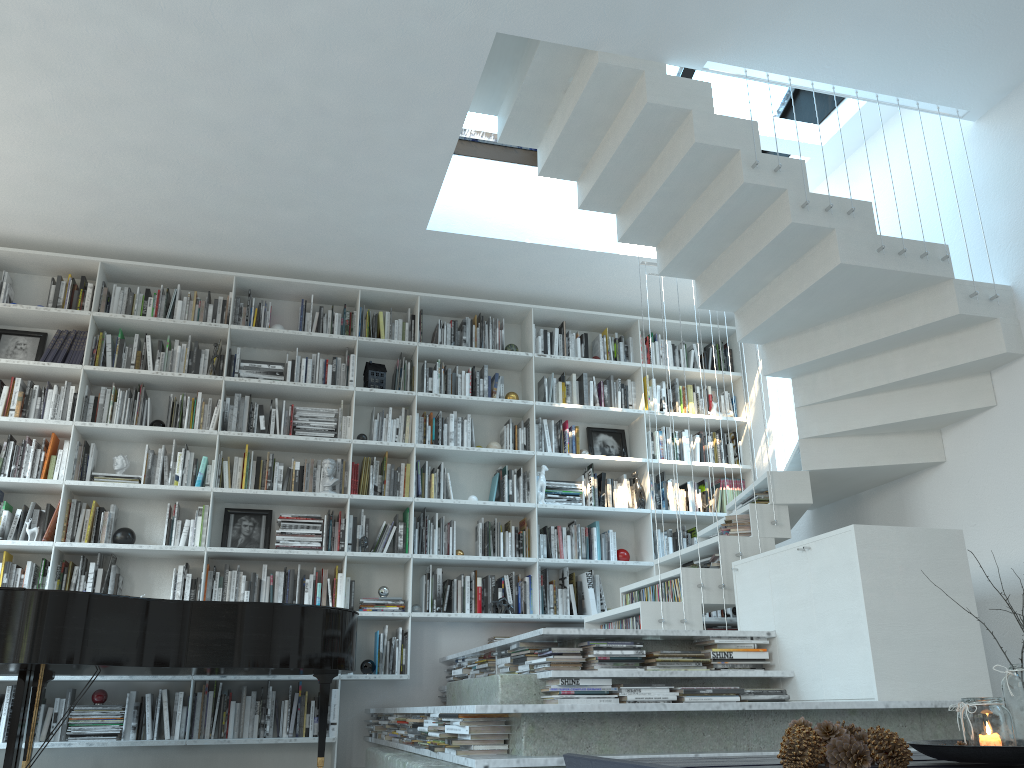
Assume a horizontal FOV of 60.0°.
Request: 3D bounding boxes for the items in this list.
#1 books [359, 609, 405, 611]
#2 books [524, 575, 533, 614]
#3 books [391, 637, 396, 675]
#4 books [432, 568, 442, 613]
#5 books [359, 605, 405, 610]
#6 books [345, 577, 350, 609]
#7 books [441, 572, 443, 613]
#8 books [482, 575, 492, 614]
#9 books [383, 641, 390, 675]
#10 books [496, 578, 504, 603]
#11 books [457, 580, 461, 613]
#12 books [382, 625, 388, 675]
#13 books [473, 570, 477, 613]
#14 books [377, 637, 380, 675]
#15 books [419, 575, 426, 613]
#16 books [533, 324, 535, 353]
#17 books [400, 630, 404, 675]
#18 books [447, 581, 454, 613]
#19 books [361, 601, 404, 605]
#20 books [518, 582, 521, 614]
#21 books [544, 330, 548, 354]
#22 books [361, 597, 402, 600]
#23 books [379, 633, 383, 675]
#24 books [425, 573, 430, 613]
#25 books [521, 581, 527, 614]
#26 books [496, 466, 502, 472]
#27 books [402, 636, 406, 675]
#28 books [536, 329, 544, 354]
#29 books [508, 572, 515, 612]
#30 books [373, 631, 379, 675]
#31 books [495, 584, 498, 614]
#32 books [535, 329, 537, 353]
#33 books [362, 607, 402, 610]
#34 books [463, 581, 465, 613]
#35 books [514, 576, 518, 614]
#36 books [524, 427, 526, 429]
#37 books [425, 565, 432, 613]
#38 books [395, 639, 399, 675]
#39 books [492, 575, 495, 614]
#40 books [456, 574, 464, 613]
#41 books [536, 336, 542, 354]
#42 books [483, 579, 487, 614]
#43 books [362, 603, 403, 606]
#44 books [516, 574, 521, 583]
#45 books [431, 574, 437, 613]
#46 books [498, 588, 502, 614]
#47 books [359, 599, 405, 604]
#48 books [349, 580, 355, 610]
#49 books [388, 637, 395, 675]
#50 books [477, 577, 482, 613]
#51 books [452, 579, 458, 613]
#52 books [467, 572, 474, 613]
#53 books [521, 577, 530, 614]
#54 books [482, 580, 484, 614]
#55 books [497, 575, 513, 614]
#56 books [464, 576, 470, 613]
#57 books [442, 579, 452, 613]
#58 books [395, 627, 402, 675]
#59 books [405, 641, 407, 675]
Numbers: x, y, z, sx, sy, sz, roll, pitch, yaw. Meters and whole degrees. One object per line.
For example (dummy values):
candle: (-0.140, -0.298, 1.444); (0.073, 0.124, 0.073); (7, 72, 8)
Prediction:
books: (-0.834, 1.456, 5.670); (0.285, 0.012, 0.160); (3, -20, -10)
books: (0.109, 1.440, 5.998); (0.025, 0.271, 0.172); (5, -20, -15)
books: (-0.747, 1.709, 5.560); (0.012, 0.225, 0.149); (5, -20, -15)
books: (-0.496, 1.375, 5.833); (0.030, 0.293, 0.189); (5, -20, -15)
books: (-0.833, 1.431, 5.674); (0.285, 0.012, 0.160); (4, -21, -12)
books: (-1.065, 1.367, 5.700); (0.027, 0.228, 0.141); (5, -20, -15)
books: (-0.479, 1.388, 5.844); (0.010, 0.276, 0.174); (5, -20, -15)
books: (-0.168, 1.422, 5.926); (0.026, 0.261, 0.174); (5, -20, -15)
books: (-0.786, 1.720, 5.554); (0.013, 0.201, 0.139); (5, -20, -15)
books: (-0.081, 1.437, 5.951); (0.012, 0.248, 0.165); (5, -20, -15)
books: (-0.364, 1.425, 5.878); (0.024, 0.227, 0.160); (5, -20, -15)
books: (-0.809, 1.673, 5.566); (0.032, 0.299, 0.149); (5, -20, -15)
books: (-0.258, 1.398, 5.900); (0.012, 0.292, 0.175); (5, -20, -15)
books: (-0.843, 1.703, 5.543); (0.012, 0.228, 0.130); (5, -20, -15)
books: (-0.590, 1.393, 5.821); (0.012, 0.253, 0.161); (5, -20, -15)
books: (0.138, -0.286, 6.635); (0.028, 0.293, 0.150); (5, -20, -15)
books: (-0.706, 1.696, 5.589); (0.015, 0.269, 0.158); (5, -20, -15)
books: (-0.408, 1.424, 5.859); (0.011, 0.216, 0.176); (5, -21, -15)
books: (-0.832, 1.406, 5.676); (0.254, 0.012, 0.161); (5, -21, -15)
books: (0.031, 1.458, 5.968); (0.013, 0.219, 0.169); (5, -20, -15)
books: (0.228, -0.258, 6.637); (0.026, 0.241, 0.185); (5, -20, -15)
books: (-0.833, 1.384, 5.686); (0.254, 0.012, 0.161); (2, -20, -6)
books: (-0.826, 1.690, 5.533); (0.014, 0.245, 0.177); (5, -20, -15)
books: (-0.568, 1.383, 5.809); (0.023, 0.261, 0.187); (5, -20, -15)
books: (0.062, 1.455, 5.972); (0.025, 0.227, 0.176); (5, -20, -15)
books: (-0.089, 0.735, 6.218); (0.016, 0.289, 0.135); (5, -20, -15)
books: (-0.689, 1.710, 5.574); (0.013, 0.232, 0.149); (5, -20, -15)
books: (0.201, -0.263, 6.636); (0.025, 0.249, 0.178); (5, -20, -15)
books: (-0.005, 1.424, 5.982); (0.013, 0.292, 0.135); (5, -20, -15)
books: (-0.850, 1.683, 5.539); (0.005, 0.263, 0.163); (5, -20, -15)
books: (-0.122, 1.453, 5.938); (0.022, 0.210, 0.136); (5, -20, -15)
books: (0.156, -0.267, 6.643); (0.014, 0.263, 0.140); (5, -20, -15)
books: (-0.833, 1.443, 5.672); (0.254, 0.012, 0.161); (3, -20, -9)
books: (-0.334, 1.432, 5.888); (0.012, 0.220, 0.153); (5, -20, -15)
books: (0.011, 1.439, 5.982); (0.021, 0.263, 0.150); (5, -20, -15)
books: (0.076, 0.433, 6.364); (0.013, 0.220, 0.156); (5, -20, -15)
books: (-0.552, 1.360, 5.823); (0.010, 0.315, 0.187); (5, -20, -15)
books: (-0.731, 1.711, 5.545); (0.011, 0.211, 0.179); (5, -21, -15)
books: (-0.145, 1.426, 5.939); (0.026, 0.262, 0.170); (5, -20, -15)
books: (-0.346, 1.407, 5.887); (0.014, 0.267, 0.172); (5, -20, -15)
books: (0.182, -0.237, 6.608); (0.022, 0.181, 0.190); (5, -21, -15)
books: (-0.195, 1.435, 5.932); (0.021, 0.241, 0.131); (5, -20, -15)
books: (-0.834, 1.421, 5.682); (0.254, 0.012, 0.161); (3, -20, -10)
books: (0.036, 1.438, 6.005); (0.012, 0.281, 0.144); (5, -20, -15)
books: (-0.522, 1.391, 5.821); (0.023, 0.255, 0.178); (5, -20, -15)
books: (-0.098, 1.467, 5.933); (0.025, 0.180, 0.169); (5, -21, -15)
books: (-0.834, 1.398, 5.688); (0.285, 0.012, 0.160); (3, -21, -11)
books: (-1.038, 1.379, 5.706); (0.030, 0.209, 0.137); (5, -20, -15)
books: (-0.761, 1.703, 5.540); (0.026, 0.224, 0.175); (5, -20, -15)
books: (-0.238, 1.423, 5.900); (0.031, 0.243, 0.185); (5, -20, -15)
books: (-0.391, 1.421, 5.876); (0.029, 0.234, 0.143); (5, -20, -15)
books: (-0.275, 1.408, 5.916); (0.012, 0.284, 0.160); (5, -20, -15)
books: (0.085, 1.445, 5.989); (0.026, 0.257, 0.157); (5, -20, -15)
books: (-0.215, 1.433, 5.919); (0.025, 0.237, 0.157); (5, -20, -15)
books: (-0.043, 1.430, 5.958); (0.070, 0.265, 0.186); (5, -20, -15)
books: (-0.312, 1.413, 5.883); (0.025, 0.251, 0.182); (5, -20, -15)
books: (-0.444, 1.414, 5.851); (0.065, 0.230, 0.162); (5, -20, -15)
books: (-0.718, 1.681, 5.568); (0.021, 0.284, 0.173); (5, -20, -15)
books: (-0.680, 1.728, 5.584); (0.012, 0.205, 0.161); (5, -20, -15)
